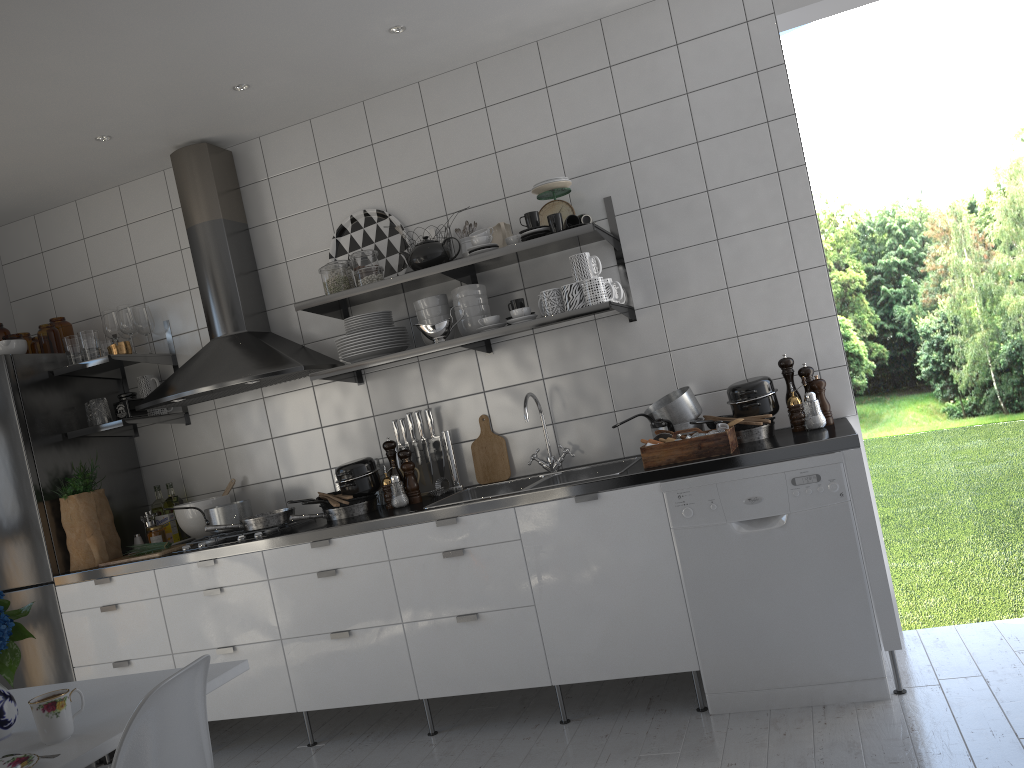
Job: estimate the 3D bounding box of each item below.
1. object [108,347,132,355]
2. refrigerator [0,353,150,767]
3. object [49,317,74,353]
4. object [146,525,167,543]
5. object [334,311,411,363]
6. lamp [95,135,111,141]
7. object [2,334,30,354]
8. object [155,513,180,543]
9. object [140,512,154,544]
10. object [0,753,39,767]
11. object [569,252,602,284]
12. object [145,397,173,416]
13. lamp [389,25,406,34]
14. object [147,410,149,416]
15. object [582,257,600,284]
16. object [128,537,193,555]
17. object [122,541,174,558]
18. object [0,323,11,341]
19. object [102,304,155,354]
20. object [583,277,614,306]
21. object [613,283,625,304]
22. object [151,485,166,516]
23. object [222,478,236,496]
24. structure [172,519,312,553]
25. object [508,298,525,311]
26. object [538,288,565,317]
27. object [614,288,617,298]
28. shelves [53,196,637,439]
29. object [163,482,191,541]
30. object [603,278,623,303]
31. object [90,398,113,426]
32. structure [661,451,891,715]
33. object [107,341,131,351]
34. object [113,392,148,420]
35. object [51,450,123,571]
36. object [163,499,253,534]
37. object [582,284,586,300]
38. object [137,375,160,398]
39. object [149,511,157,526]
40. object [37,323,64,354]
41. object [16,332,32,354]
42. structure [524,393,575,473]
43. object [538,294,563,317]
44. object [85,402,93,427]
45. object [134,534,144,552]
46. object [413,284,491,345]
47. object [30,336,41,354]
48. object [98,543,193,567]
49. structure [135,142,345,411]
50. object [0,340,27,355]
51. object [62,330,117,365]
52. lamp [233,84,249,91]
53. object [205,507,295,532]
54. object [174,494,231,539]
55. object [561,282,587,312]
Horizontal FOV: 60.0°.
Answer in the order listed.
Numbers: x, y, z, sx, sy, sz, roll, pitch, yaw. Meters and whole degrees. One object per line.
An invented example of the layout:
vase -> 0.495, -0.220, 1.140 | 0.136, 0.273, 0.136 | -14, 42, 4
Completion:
object -> -1.769, -0.139, 4.006 | 0.100, 0.036, 0.099 | -13, -1, 37
refrigerator -> -2.134, 0.801, 4.126 | 0.577, 1.801, 0.692 | -12, 1, 18
object -> -2.139, -0.216, 4.209 | 0.097, 0.195, 0.097 | -12, 1, 18
object -> -1.623, 0.702, 4.055 | 0.078, 0.101, 0.078 | -12, 0, -16
object -> -0.579, -0.188, 3.671 | 0.307, 0.195, 0.300 | -12, -1, 22
lamp -> -1.691, -1.025, 3.659 | 0.064, 0.030, 0.064 | -12, -1, 10
object -> -2.339, -0.153, 4.176 | 0.112, 0.154, 0.113 | -12, 0, -44
object -> -1.616, 0.682, 4.160 | 0.077, 0.141, 0.043 | -12, 1, 18
object -> -1.677, 0.678, 4.106 | 0.059, 0.172, 0.059 | -12, 1, -23
object -> -0.985, 0.736, 1.641 | 0.201, 0.016, 0.200 | -12, -1, 23
object -> 0.266, -0.430, 3.267 | 0.082, 0.100, 0.109 | -12, 0, -38
object -> -1.668, 0.102, 4.183 | 0.108, 0.100, 0.083 | -12, 0, 7
lamp -> -0.420, -1.304, 3.233 | 0.064, 0.030, 0.064 | -12, -1, 10
object -> -1.746, 0.119, 4.209 | 0.108, 0.100, 0.083 | -12, 0, 7
object -> 0.288, -0.431, 3.414 | 0.083, 0.100, 0.108 | -12, 0, -13
object -> -1.630, 0.754, 4.134 | 0.180, 0.008, 0.271 | -12, -1, 18
object -> -1.580, 0.710, 3.803 | 0.277, 0.053, 0.141 | -13, -1, 34
object -> -2.457, -0.168, 4.238 | 0.118, 0.236, 0.117 | -11, 1, 43
object -> -1.807, -0.234, 4.189 | 0.193, 0.244, 0.205 | -12, 0, 16
object -> 0.319, -0.339, 3.260 | 0.108, 0.100, 0.083 | -12, 0, 7
object -> 0.396, -0.349, 3.531 | 0.108, 0.100, 0.083 | -12, 0, 7
object -> -1.665, 0.622, 4.228 | 0.066, 0.282, 0.066 | -12, 1, 13
object -> -1.368, 0.573, 4.100 | 0.221, 0.232, 0.081 | -12, 1, -21
structure -> -1.124, 0.629, 3.809 | 0.468, 0.029, 0.489 | -12, -1, 18
object -> 0.024, -0.296, 3.514 | 0.055, 0.078, 0.071 | -12, 0, -22
object -> 0.151, -0.302, 3.333 | 0.083, 0.100, 0.108 | -12, 0, -13
object -> 0.345, -0.341, 3.443 | 0.082, 0.100, 0.109 | -12, 0, -38
shelves -> -0.795, -0.237, 3.761 | 2.546, 0.512, 0.426 | -12, 0, 18
object -> -1.591, 0.606, 4.197 | 0.090, 0.282, 0.081 | -12, 1, 18
object -> 0.363, -0.346, 3.363 | 0.108, 0.100, 0.083 | -12, 0, 4
object -> -1.845, 0.125, 3.975 | 0.086, 0.119, 0.086 | -12, 0, 14
structure -> 0.916, 0.647, 3.091 | 0.575, 0.791, 0.507 | -12, 0, 18
object -> -1.775, -0.160, 4.006 | 0.100, 0.048, 0.099 | -13, -1, 41
object -> -1.732, 0.100, 4.014 | 0.100, 0.123, 0.100 | -12, 0, 28
object -> -1.867, 0.554, 3.894 | 0.174, 0.509, 0.282 | -12, 0, 5
object -> -1.316, 0.580, 3.887 | 0.346, 0.154, 0.201 | -11, -1, -32
object -> 0.253, -0.322, 3.380 | 0.083, 0.100, 0.108 | -12, 0, -13
object -> -1.721, 0.011, 4.190 | 0.082, 0.100, 0.109 | -12, 0, -38
object -> -1.686, 0.681, 4.170 | 0.059, 0.172, 0.059 | -12, 1, -23
object -> -2.138, -0.197, 4.102 | 0.093, 0.154, 0.093 | -12, 0, 40
object -> -2.395, -0.153, 4.354 | 0.112, 0.186, 0.113 | -12, 1, -43
structure -> 0.145, 0.199, 3.575 | 0.188, 0.353, 0.274 | -12, 0, -6
object -> 0.154, -0.301, 3.406 | 0.082, 0.100, 0.109 | -12, 0, -38
object -> -1.905, 0.139, 4.054 | 0.086, 0.119, 0.086 | -12, 0, 28
object -> -1.717, 0.731, 4.077 | 0.046, 0.084, 0.046 | -12, 0, -5
object -> -0.238, -0.272, 3.630 | 0.310, 0.217, 0.150 | -12, 0, 15
object -> -2.235, -0.161, 4.217 | 0.093, 0.127, 0.093 | -12, 0, 39
object -> -1.570, 0.732, 3.804 | 0.331, 0.012, 0.219 | -12, -1, 18
structure -> -1.334, -0.505, 3.884 | 0.870, 1.093, 0.471 | -12, 1, 18
object -> -2.240, -0.157, 3.943 | 0.159, 0.110, 0.172 | -12, -1, 13
object -> -1.917, -0.158, 4.029 | 0.190, 0.134, 0.228 | -12, -1, 8
lamp -> -1.056, -1.164, 3.446 | 0.064, 0.030, 0.064 | -12, -1, 10
object -> -1.076, 0.571, 3.697 | 0.351, 0.061, 0.232 | -12, -1, -3
object -> -1.414, 0.622, 4.088 | 0.246, 0.175, 0.248 | -12, -1, -32
object -> 0.242, -0.322, 3.286 | 0.108, 0.100, 0.083 | -12, 0, 7
